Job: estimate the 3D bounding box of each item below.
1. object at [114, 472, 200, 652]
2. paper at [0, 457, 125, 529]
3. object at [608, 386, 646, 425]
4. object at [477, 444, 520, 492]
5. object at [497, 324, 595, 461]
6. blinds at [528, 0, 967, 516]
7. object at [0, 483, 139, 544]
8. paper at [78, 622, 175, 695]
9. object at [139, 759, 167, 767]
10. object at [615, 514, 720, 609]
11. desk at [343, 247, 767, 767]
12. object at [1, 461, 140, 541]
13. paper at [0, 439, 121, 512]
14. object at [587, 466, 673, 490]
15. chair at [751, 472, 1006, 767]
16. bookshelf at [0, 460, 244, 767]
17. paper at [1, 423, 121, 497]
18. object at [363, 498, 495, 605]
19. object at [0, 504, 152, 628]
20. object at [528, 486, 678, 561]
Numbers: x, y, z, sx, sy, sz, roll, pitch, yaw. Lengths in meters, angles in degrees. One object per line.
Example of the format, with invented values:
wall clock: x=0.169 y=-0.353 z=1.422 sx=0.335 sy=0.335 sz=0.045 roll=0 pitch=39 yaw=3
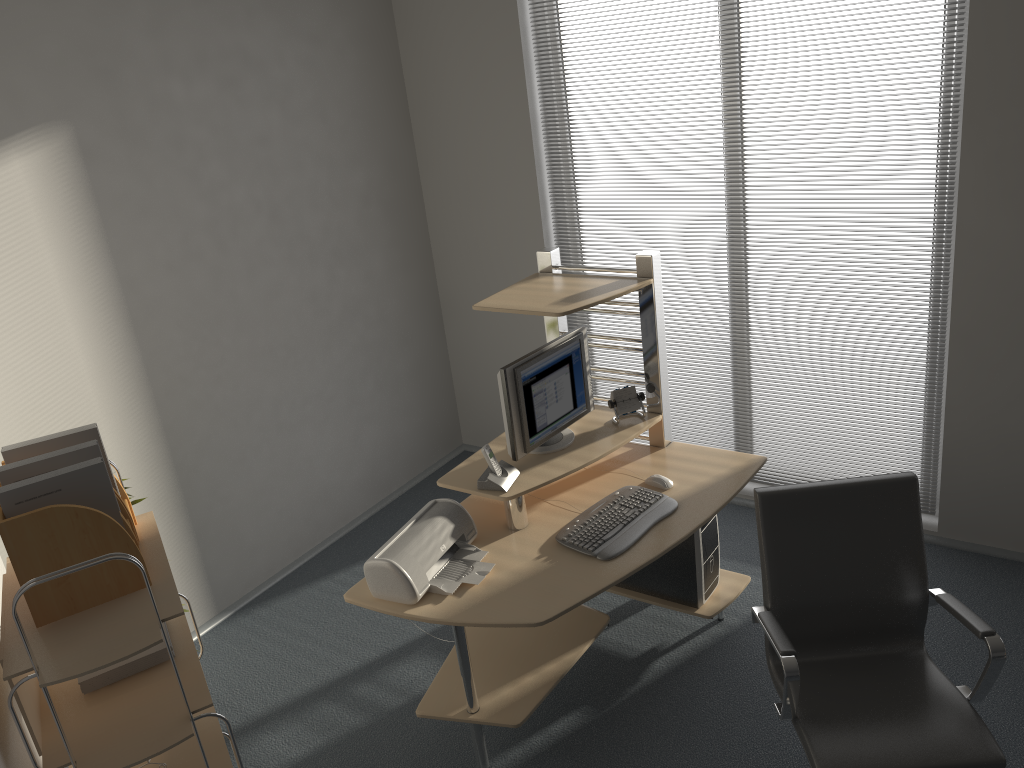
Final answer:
object: x=-1.466 y=0.912 z=3.306 sx=0.544 sy=1.147 sz=0.644 roll=-17 pitch=23 yaw=-22
paper: x=-0.978 y=0.334 z=1.969 sx=0.213 sy=0.297 sz=0.045 roll=-18 pitch=24 yaw=-25
object: x=0.471 y=0.083 z=3.655 sx=0.154 sy=0.135 sz=0.093 roll=-14 pitch=22 yaw=-15
object: x=-0.059 y=0.296 z=3.281 sx=0.119 sy=0.151 sz=0.150 roll=1 pitch=23 yaw=22
object: x=0.114 y=0.033 z=3.519 sx=0.516 sy=0.418 sz=0.245 roll=-24 pitch=27 yaw=-35
blinds: x=1.019 y=-0.770 z=4.203 sx=1.950 sy=2.749 sz=0.037 roll=8 pitch=26 yaw=34
object: x=-1.024 y=0.324 z=2.063 sx=0.243 sy=0.259 sz=0.113 roll=-17 pitch=24 yaw=-23
paper: x=-0.982 y=0.642 z=2.233 sx=0.213 sy=0.046 sz=0.297 roll=-18 pitch=24 yaw=-24
object: x=-0.903 y=0.839 z=2.217 sx=0.077 sy=0.161 sz=0.192 roll=-10 pitch=22 yaw=-6
object: x=0.627 y=0.674 z=3.778 sx=0.471 sy=0.422 sz=0.199 roll=8 pitch=26 yaw=34
desk: x=0.214 y=0.462 z=3.274 sx=0.967 sy=1.566 sz=1.469 roll=8 pitch=26 yaw=34
object: x=-1.077 y=0.289 z=2.170 sx=0.243 sy=0.259 sz=0.113 roll=-16 pitch=23 yaw=-20
paper: x=-1.037 y=0.301 z=2.073 sx=0.213 sy=0.297 sz=0.045 roll=-17 pitch=24 yaw=-23
object: x=0.357 y=0.341 z=3.687 sx=0.742 sy=0.088 sz=0.168 roll=9 pitch=27 yaw=36
chair: x=1.050 y=0.892 z=2.616 sx=0.584 sy=1.048 sz=0.652 roll=-7 pitch=22 yaw=3
bookshelf: x=-0.904 y=1.009 z=2.282 sx=0.381 sy=1.572 sz=0.724 roll=-17 pitch=24 yaw=-23
paper: x=-1.089 y=0.265 z=2.180 sx=0.213 sy=0.297 sz=0.045 roll=-16 pitch=23 yaw=-20
object: x=-0.246 y=0.575 z=3.060 sx=0.351 sy=0.162 sz=0.438 roll=4 pitch=24 yaw=27
object: x=-0.964 y=0.357 z=1.960 sx=0.243 sy=0.259 sz=0.113 roll=-18 pitch=24 yaw=-25
object: x=0.189 y=0.473 z=3.420 sx=0.814 sy=0.082 sz=0.478 roll=13 pitch=29 yaw=41
